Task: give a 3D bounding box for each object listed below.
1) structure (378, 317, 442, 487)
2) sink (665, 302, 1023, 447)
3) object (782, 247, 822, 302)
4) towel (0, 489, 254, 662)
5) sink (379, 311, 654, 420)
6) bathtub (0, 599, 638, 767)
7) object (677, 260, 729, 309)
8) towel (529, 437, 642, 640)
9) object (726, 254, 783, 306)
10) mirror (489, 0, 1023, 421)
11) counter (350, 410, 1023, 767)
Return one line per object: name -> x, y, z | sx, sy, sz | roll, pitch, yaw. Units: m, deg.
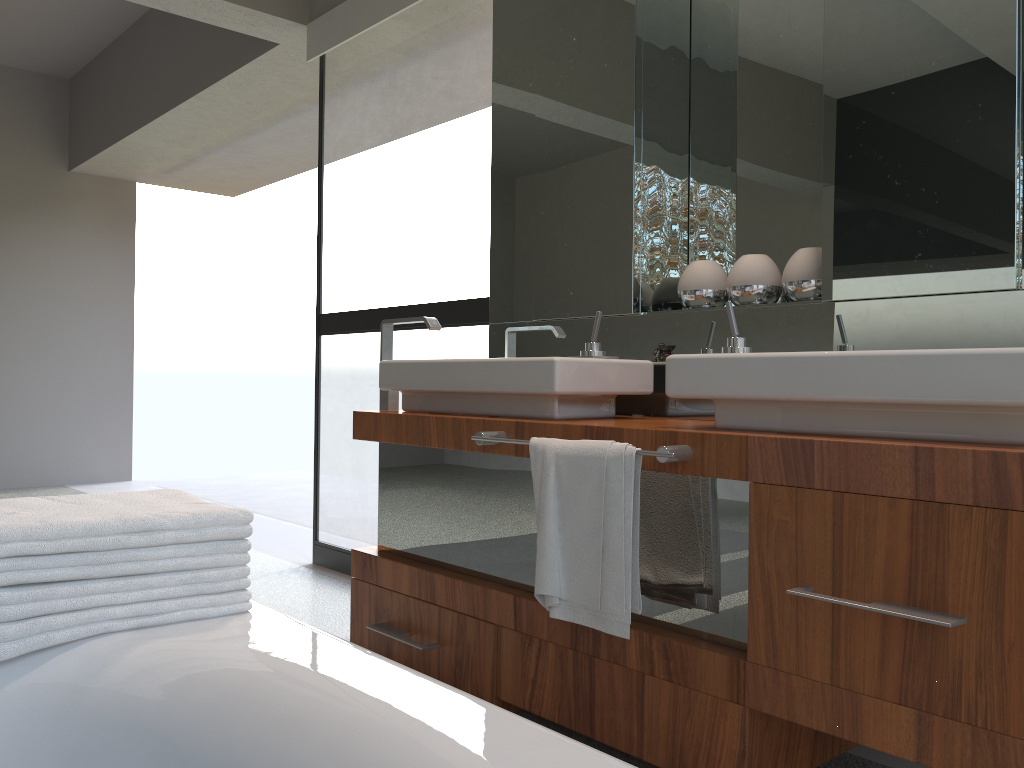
structure -> -0.329, 0.293, 2.732 | 0.069, 0.989, 0.303 | 1, -1, -41
sink -> 0.686, -0.039, 1.630 | 0.352, 0.266, 0.750 | 1, 0, -41
object -> 0.709, -0.253, 2.096 | 0.136, 0.131, 0.136 | 1, 0, 1
towel -> -0.538, 0.224, 1.129 | 0.322, 0.145, 0.305 | 1, 0, -38
sink -> -0.014, -0.049, 2.428 | 0.352, 0.266, 0.750 | 1, 0, -41
bathtub -> -0.789, 0.533, 0.200 | 1.958, 0.504, 1.327 | 1, 0, -41
object -> 0.504, -0.256, 2.330 | 0.136, 0.131, 0.136 | 1, 0, 1
towel -> 0.130, 0.293, 1.770 | 0.079, 0.368, 0.302 | 1, 0, -41
object -> 0.605, -0.255, 2.215 | 0.136, 0.131, 0.136 | 1, 0, 1
mirror -> 0.603, -0.705, 2.251 | 0.253, 1.618, 1.790 | 1, 0, -41
counter -> 0.282, 0.440, 2.003 | 0.524, 0.704, 1.848 | 1, 0, -41
